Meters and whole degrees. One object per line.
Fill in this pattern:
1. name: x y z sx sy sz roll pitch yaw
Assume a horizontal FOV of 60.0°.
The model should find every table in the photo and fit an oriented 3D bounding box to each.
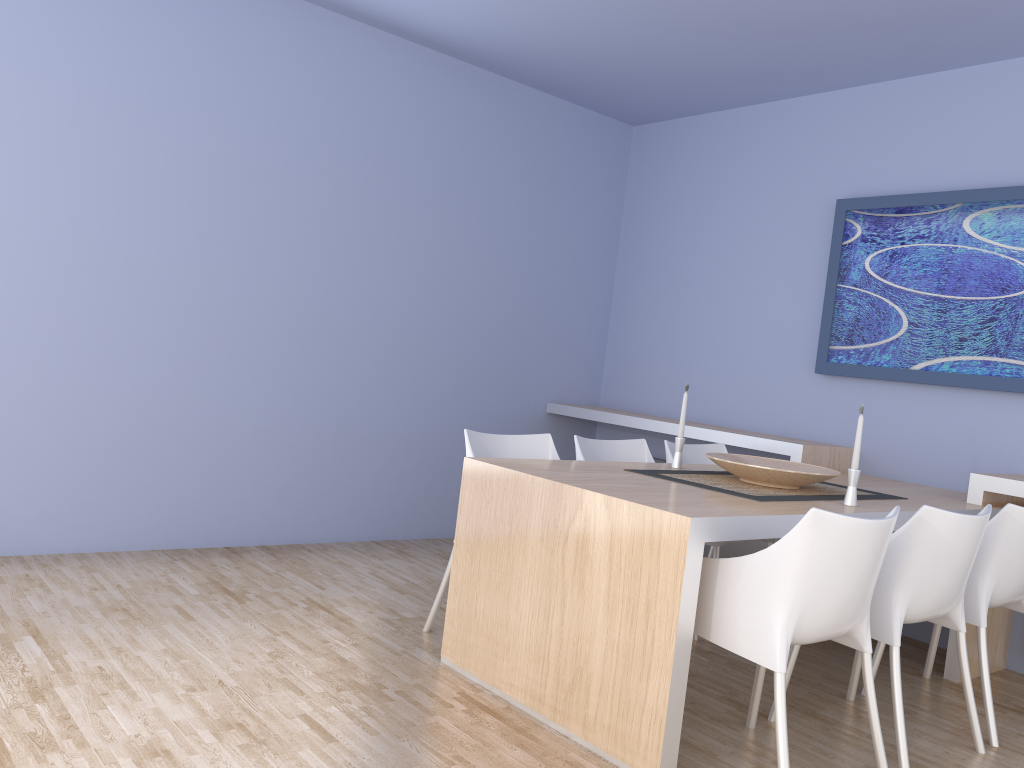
1. table: 1.007 0.745 3.433 2.340 0.718 1.002 6 2 -39

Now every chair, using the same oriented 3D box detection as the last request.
1. chair: 1.224 0.748 2.866 0.510 0.793 0.486 6 2 -39
2. chair: 0.766 0.702 2.488 0.510 0.793 0.486 6 2 -39
3. chair: 1.676 0.793 3.239 0.510 0.793 0.486 6 2 -39
4. chair: 0.930 0.683 4.103 0.510 0.793 0.486 6 2 -39
5. chair: 0.488 0.639 3.739 0.510 0.793 0.486 6 2 -39
6. chair: 0.046 0.595 3.375 0.510 0.793 0.486 6 2 -39

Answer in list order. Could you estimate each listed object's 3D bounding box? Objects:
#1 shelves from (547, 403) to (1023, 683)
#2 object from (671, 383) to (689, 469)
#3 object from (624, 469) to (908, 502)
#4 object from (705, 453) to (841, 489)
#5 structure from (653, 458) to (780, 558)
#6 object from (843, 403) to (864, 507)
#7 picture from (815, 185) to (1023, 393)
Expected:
1. shelves: 1.567 0.732 4.238 0.463 0.840 3.901 6 2 -39
2. object: 0.687 0.166 3.583 0.045 0.349 0.045 7 1 2
3. object: 0.973 0.380 3.350 0.986 0.005 0.594 6 2 -40
4. object: 0.977 0.338 3.353 0.493 0.081 0.493 6 1 -21
5. structure: 1.738 0.836 4.303 0.064 0.503 3.843 6 2 -39
6. object: 1.164 0.237 2.996 0.045 0.349 0.045 6 2 -39
7. picture: 2.029 -0.443 4.106 0.049 0.901 1.252 6 2 -39
